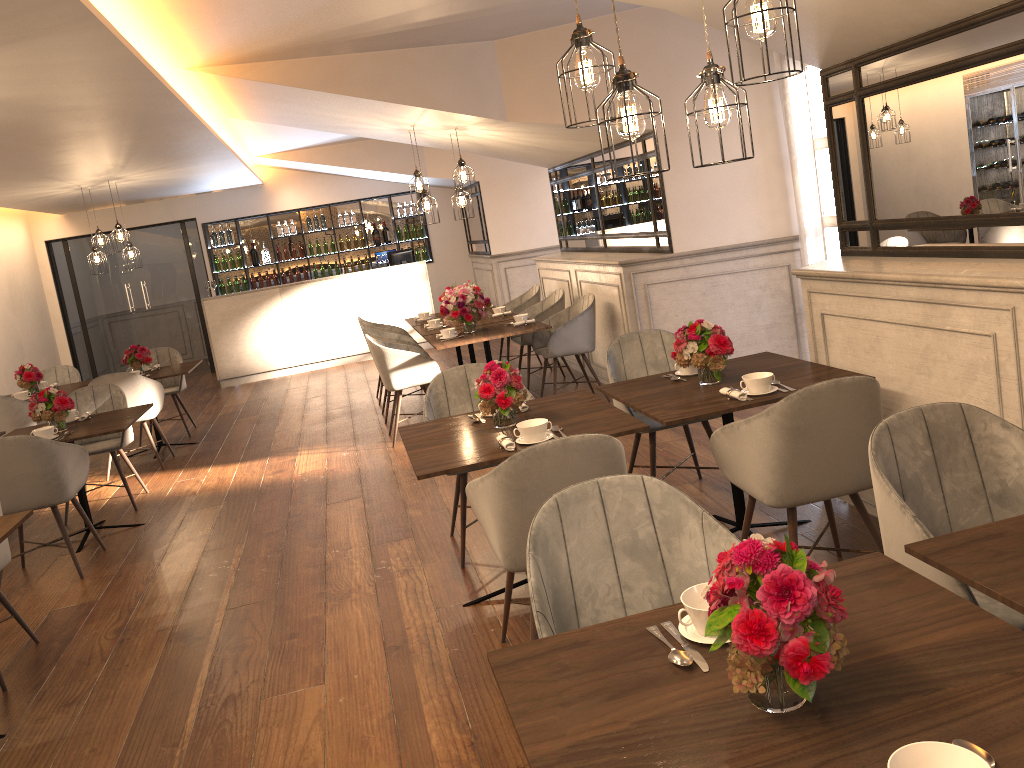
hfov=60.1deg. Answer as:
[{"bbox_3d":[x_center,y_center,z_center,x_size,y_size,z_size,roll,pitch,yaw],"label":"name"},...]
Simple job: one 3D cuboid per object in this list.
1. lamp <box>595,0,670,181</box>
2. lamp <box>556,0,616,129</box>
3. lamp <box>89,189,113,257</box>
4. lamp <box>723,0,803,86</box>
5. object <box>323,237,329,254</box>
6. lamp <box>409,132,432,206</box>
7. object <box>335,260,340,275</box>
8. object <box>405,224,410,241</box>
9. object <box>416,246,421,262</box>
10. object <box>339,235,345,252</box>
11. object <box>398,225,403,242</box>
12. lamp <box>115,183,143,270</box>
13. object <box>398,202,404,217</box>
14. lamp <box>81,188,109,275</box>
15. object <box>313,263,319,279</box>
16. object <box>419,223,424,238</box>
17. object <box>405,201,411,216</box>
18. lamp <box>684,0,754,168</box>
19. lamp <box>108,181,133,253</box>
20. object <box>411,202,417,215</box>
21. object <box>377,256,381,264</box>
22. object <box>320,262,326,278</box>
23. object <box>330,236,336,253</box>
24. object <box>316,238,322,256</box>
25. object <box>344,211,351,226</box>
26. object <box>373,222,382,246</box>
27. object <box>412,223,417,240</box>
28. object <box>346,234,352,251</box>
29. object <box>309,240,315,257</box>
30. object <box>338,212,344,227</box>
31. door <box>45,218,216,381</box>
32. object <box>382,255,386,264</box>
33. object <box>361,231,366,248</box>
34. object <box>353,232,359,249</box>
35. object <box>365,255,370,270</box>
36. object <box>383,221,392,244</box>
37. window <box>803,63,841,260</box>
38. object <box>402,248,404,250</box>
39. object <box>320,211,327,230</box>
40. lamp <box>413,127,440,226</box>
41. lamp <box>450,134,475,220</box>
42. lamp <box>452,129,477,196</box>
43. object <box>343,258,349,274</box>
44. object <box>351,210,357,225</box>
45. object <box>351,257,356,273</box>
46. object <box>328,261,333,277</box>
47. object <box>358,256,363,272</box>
[{"bbox_3d":[0.193,-1.600,2.399,0.175,2.056,0.176,-11,7,-9],"label":"lamp"},{"bbox_3d":[0.095,-1.837,2.694,0.175,2.056,0.176,-11,7,-9],"label":"lamp"},{"bbox_3d":[-4.731,-2.437,9.771,0.175,2.056,0.176,-11,7,-9],"label":"lamp"},{"bbox_3d":[0.516,-1.821,2.237,0.175,2.056,0.176,-11,7,-9],"label":"lamp"},{"bbox_3d":[-2.862,-2.122,13.577,0.066,0.261,0.066,-14,9,-32],"label":"object"},{"bbox_3d":[-0.972,-2.621,7.814,0.175,2.056,0.176,-11,7,-9],"label":"lamp"},{"bbox_3d":[-2.696,-1.790,13.643,0.066,0.259,0.066,-14,9,-32],"label":"object"},{"bbox_3d":[-1.638,-2.367,13.810,0.066,0.259,0.066,-14,9,-32],"label":"object"},{"bbox_3d":[-1.473,-2.036,13.876,0.066,0.259,0.066,-14,9,-32],"label":"object"},{"bbox_3d":[-2.626,-2.169,13.622,0.066,0.259,0.066,-14,9,-32],"label":"object"},{"bbox_3d":[-1.745,-2.347,13.789,0.066,0.261,0.066,-14,9,-32],"label":"object"},{"bbox_3d":[-4.344,-2.282,9.658,0.175,2.056,0.176,-11,7,-9],"label":"lamp"},{"bbox_3d":[-1.723,-2.703,13.728,0.070,0.234,0.041,-11,8,-11],"label":"object"},{"bbox_3d":[-4.633,-2.200,9.475,0.175,2.056,0.176,-11,7,-9],"label":"lamp"},{"bbox_3d":[-3.016,-1.726,13.582,0.066,0.259,0.066,-14,9,-32],"label":"object"},{"bbox_3d":[-1.425,-2.410,13.850,0.066,0.259,0.066,-14,9,-32],"label":"object"},{"bbox_3d":[-1.626,-2.722,13.747,0.070,0.234,0.041,-11,8,-11],"label":"object"},{"bbox_3d":[0.481,-1.681,2.582,0.175,2.056,0.176,-11,7,-9],"label":"lamp"},{"bbox_3d":[-4.309,-2.421,9.313,0.175,2.056,0.176,-11,7,-9],"label":"lamp"},{"bbox_3d":[-1.529,-2.742,13.765,0.070,0.234,0.041,-11,8,-11],"label":"object"},{"bbox_3d":[-2.062,-1.889,13.767,0.065,0.206,0.066,-4,9,34],"label":"object"},{"bbox_3d":[-2.910,-1.748,13.603,0.066,0.259,0.066,-14,9,-32],"label":"object"},{"bbox_3d":[-2.755,-2.144,13.597,0.066,0.261,0.066,-14,9,-32],"label":"object"},{"bbox_3d":[-2.968,-2.101,13.557,0.066,0.261,0.066,-14,9,-32],"label":"object"},{"bbox_3d":[-2.527,-2.541,13.575,0.070,0.234,0.041,-11,8,-11],"label":"object"},{"bbox_3d":[-2.099,-2.319,13.695,0.103,0.357,0.105,-3,10,41],"label":"object"},{"bbox_3d":[-1.531,-2.389,13.830,0.066,0.259,0.066,-14,9,-32],"label":"object"},{"bbox_3d":[-2.519,-2.190,13.642,0.066,0.259,0.066,-14,9,-32],"label":"object"},{"bbox_3d":[-3.075,-2.078,13.536,0.066,0.259,0.066,-14,9,-32],"label":"object"},{"bbox_3d":[-2.624,-2.522,13.557,0.070,0.234,0.041,-11,8,-11],"label":"object"},{"bbox_3d":[-5.519,-1.140,13.160,2.110,2.317,0.275,-11,8,-11],"label":"door"},{"bbox_3d":[-1.987,-1.904,13.781,0.065,0.206,0.066,-4,9,34],"label":"object"},{"bbox_3d":[-2.306,-2.233,13.683,0.066,0.259,0.066,-14,9,-32],"label":"object"},{"bbox_3d":[-2.413,-2.211,13.662,0.066,0.259,0.066,-14,9,-32],"label":"object"},{"bbox_3d":[-2.247,-1.881,13.729,0.066,0.259,0.066,-14,9,-32],"label":"object"},{"bbox_3d":[-1.948,-2.350,13.720,0.104,0.356,0.105,-7,8,17],"label":"object"},{"bbox_3d":[2.794,-0.936,4.603,0.496,2.370,14.604,-11,11,-14],"label":"window"},{"bbox_3d":[-1.686,-1.994,13.835,0.066,0.261,0.066,-14,9,-32],"label":"object"},{"bbox_3d":[-2.885,-2.508,13.503,0.075,0.308,0.076,-9,8,0],"label":"object"},{"bbox_3d":[-0.874,-2.384,7.518,0.175,2.056,0.176,-11,7,-9],"label":"lamp"},{"bbox_3d":[-0.585,-2.466,7.701,0.175,2.056,0.176,-11,7,-9],"label":"lamp"},{"bbox_3d":[-0.550,-2.605,7.356,0.175,2.056,0.176,-11,7,-9],"label":"lamp"},{"bbox_3d":[-2.567,-1.816,13.668,0.066,0.259,0.066,-14,9,-32],"label":"object"},{"bbox_3d":[-2.430,-2.561,13.594,0.070,0.234,0.041,-11,8,-11],"label":"object"},{"bbox_3d":[-2.461,-1.838,13.688,0.066,0.259,0.066,-14,9,-32],"label":"object"},{"bbox_3d":[-2.803,-1.769,13.623,0.066,0.259,0.066,-14,9,-32],"label":"object"},{"bbox_3d":[-2.354,-1.859,13.708,0.066,0.259,0.066,-14,9,-32],"label":"object"}]
